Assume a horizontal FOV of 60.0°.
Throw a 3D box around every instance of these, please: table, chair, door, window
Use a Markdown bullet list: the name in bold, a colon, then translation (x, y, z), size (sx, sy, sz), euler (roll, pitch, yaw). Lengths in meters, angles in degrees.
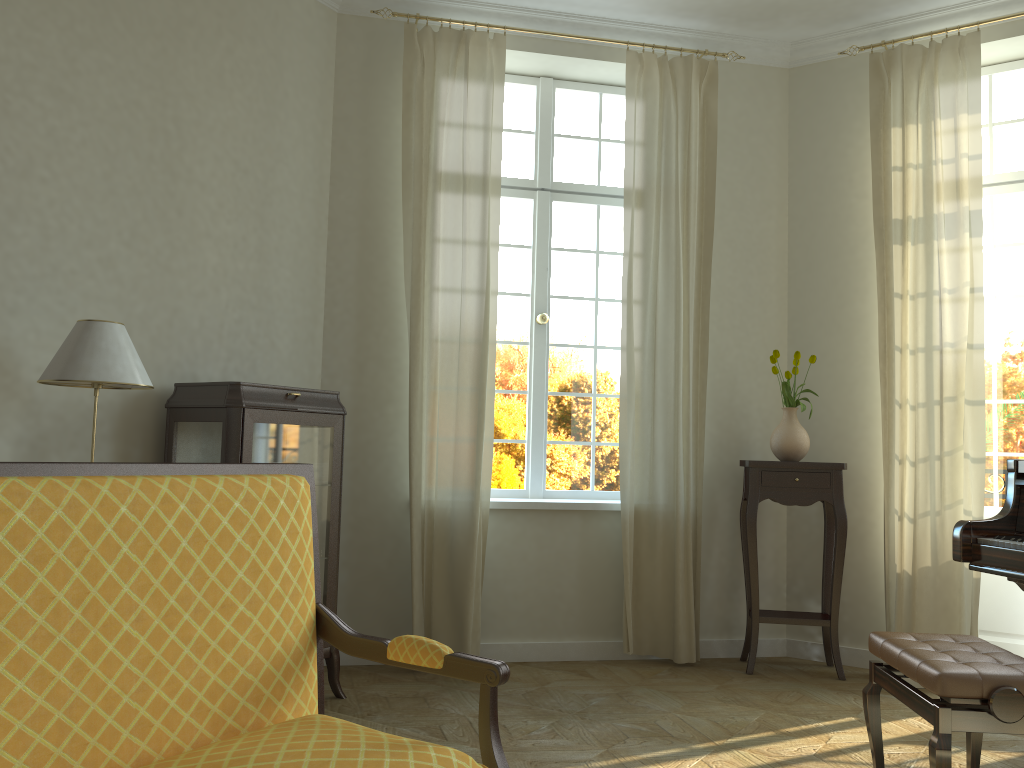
- **table**: translation (1.513, 0.980, 4.811), size (0.522, 1.114, 0.344), euler (1, -4, 9)
- **chair**: translation (1.364, 1.096, 2.703), size (0.385, 0.563, 0.638), euler (1, -4, 4)
- **door**: translation (2.856, 0.211, 4.547), size (1.385, 2.690, 0.425), euler (-1, -5, 34)
- **window**: translation (0.175, -0.592, 5.271), size (1.400, 2.550, 0.181), euler (2, -4, -11)
- **window**: translation (3.005, -1.474, 4.830), size (1.380, 0.680, 0.055), euler (-1, -5, 33)
- **chair**: translation (-0.611, 0.675, 1.386), size (0.680, 1.083, 1.389), euler (-1, -5, 33)

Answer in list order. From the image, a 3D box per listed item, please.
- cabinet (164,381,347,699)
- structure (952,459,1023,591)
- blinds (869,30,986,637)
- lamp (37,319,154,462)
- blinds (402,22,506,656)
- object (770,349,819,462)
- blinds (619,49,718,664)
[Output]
- **cabinet**: translation (-1.138, 0.707, 3.898), size (0.542, 1.386, 0.733), euler (-1, -5, 33)
- **structure**: translation (2.775, 0.711, 2.908), size (1.856, 1.439, 1.514), euler (2, -4, -11)
- **blinds**: translation (2.191, -0.162, 4.691), size (0.552, 3.386, 0.159), euler (-1, -5, 30)
- **lamp**: translation (-1.501, 0.552, 3.132), size (0.381, 1.552, 0.380), euler (-2, -6, 38)
- **blinds**: translation (-0.347, -0.241, 4.641), size (0.554, 3.385, 0.162), euler (2, -4, -6)
- **object**: translation (1.534, 0.121, 4.875), size (0.264, 0.609, 0.242), euler (4, -5, -32)
- **blinds**: translation (0.861, -0.183, 4.935), size (0.552, 3.381, 0.159), euler (2, -4, -8)
